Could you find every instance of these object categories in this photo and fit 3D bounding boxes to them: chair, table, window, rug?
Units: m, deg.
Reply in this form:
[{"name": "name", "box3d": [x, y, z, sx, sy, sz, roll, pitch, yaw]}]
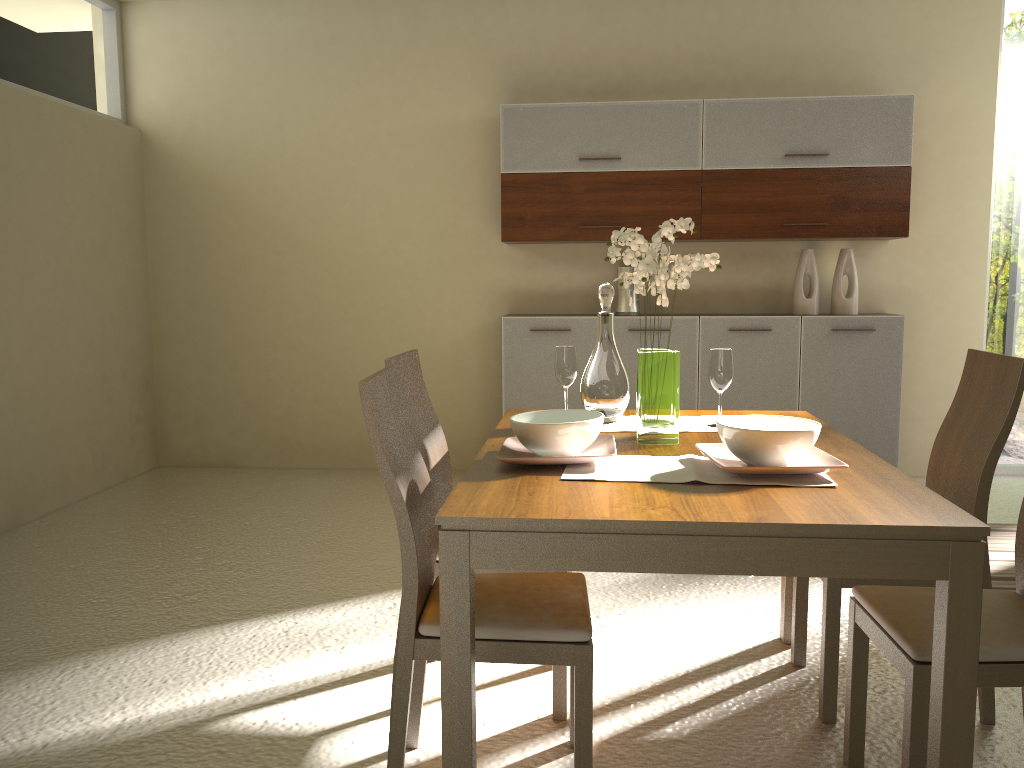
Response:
[{"name": "chair", "box3d": [1.087, 0.486, 2.002, 0.507, 1.017, 0.404, 0, 7, 3]}, {"name": "chair", "box3d": [1.131, 0.417, 2.587, 0.507, 1.017, 0.404, 0, 7, 5]}, {"name": "chair", "box3d": [-0.068, 0.478, 2.136, 0.507, 1.017, 0.404, 0, 7, 2]}, {"name": "table", "box3d": [0.422, 0.562, 2.366, 1.000, 0.790, 1.411, 0, 7, 5]}, {"name": "window", "box3d": [0.333, -0.669, 3.423, 6.429, 3.000, 4.466, 0, 7, 3]}, {"name": "chair", "box3d": [-0.079, 0.416, 2.660, 0.507, 1.017, 0.404, 0, 7, 6]}, {"name": "rug", "box3d": [2.193, 0.792, 3.674, 0.842, 0.007, 1.613, 0, 7, 6]}]

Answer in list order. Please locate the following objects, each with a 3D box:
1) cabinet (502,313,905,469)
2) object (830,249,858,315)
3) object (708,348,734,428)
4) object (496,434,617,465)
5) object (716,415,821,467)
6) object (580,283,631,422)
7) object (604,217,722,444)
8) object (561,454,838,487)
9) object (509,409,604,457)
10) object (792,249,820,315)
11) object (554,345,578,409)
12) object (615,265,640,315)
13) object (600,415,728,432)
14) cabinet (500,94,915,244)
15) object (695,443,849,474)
[{"name": "cabinet", "box3d": [1.110, 0.090, 5.379, 2.318, 1.018, 0.372, 0, 7, 5]}, {"name": "object", "box3d": [1.969, -0.604, 5.239, 0.153, 0.384, 0.153, 5, 9, 39]}, {"name": "object", "box3d": [0.620, 0.012, 2.639, 0.075, 0.232, 0.075, -5, 8, -36]}, {"name": "object", "box3d": [0.113, 0.167, 2.188, 0.283, 0.041, 0.283, 0, 7, 5]}, {"name": "object", "box3d": [0.589, 0.138, 2.047, 0.233, 0.101, 0.233, -1, 7, -6]}, {"name": "object", "box3d": [0.290, -0.099, 2.740, 0.156, 0.426, 0.156, -7, 9, -43]}, {"name": "object", "box3d": [0.401, -0.145, 2.399, 0.304, 0.608, 0.302, 1, 7, 9]}, {"name": "object", "box3d": [0.420, 0.195, 2.058, 0.589, 0.010, 0.287, 1, 7, 9]}, {"name": "object", "box3d": [0.110, 0.127, 2.183, 0.232, 0.107, 0.233, 2, 7, 17]}, {"name": "object", "box3d": [1.747, -0.605, 5.260, 0.153, 0.384, 0.153, 5, 9, 39]}, {"name": "object", "box3d": [0.168, -0.002, 2.754, 0.075, 0.232, 0.075, -5, 8, -36]}, {"name": "object", "box3d": [0.714, -0.570, 5.353, 0.181, 0.305, 0.150, 1, 7, 12]}, {"name": "object", "box3d": [0.410, 0.118, 2.717, 0.589, 0.010, 0.287, 0, 7, 2]}, {"name": "cabinet", "box3d": [1.101, -1.242, 5.223, 2.318, 0.789, 0.372, 0, 7, 5]}, {"name": "object", "box3d": [0.590, 0.178, 2.052, 0.283, 0.033, 0.283, 0, 7, 0]}]
